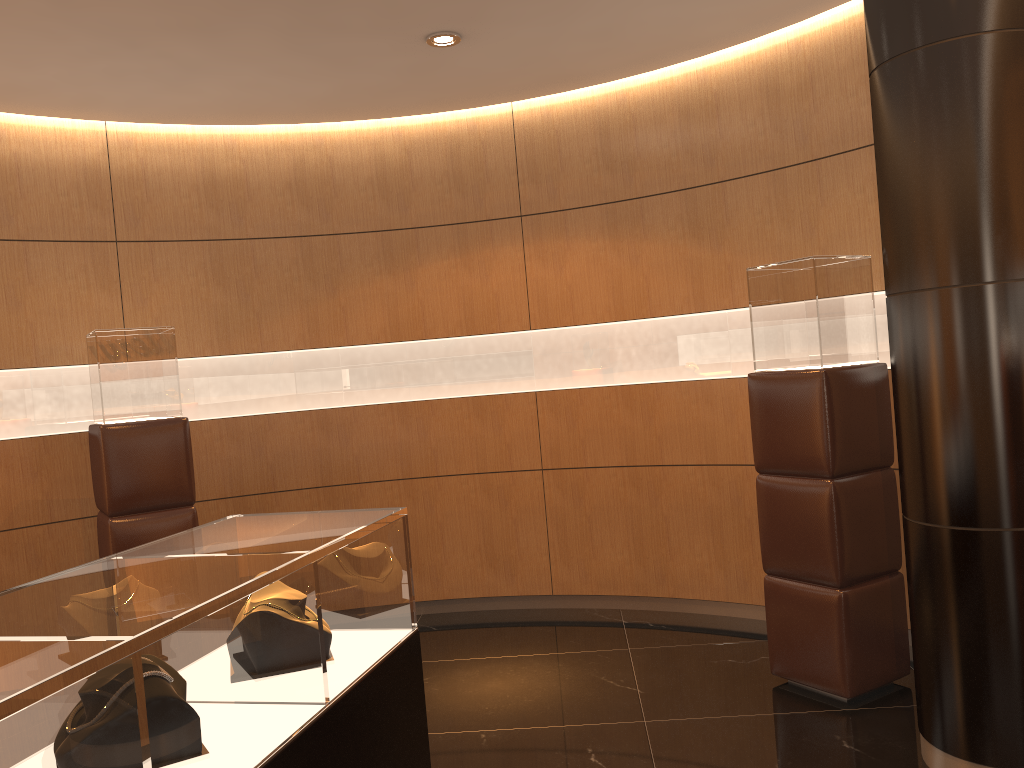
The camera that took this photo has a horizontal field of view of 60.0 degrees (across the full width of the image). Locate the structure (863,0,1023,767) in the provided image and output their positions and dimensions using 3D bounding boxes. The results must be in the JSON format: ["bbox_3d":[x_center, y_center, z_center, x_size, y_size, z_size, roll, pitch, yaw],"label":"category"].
[{"bbox_3d":[1.717,-0.300,3.277,0.613,3.430,0.613,-4,1,19],"label":"structure"}]

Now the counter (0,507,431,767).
[{"bbox_3d":[-0.868,1.032,1.586,0.615,1.173,2.514,-5,1,14],"label":"counter"}]

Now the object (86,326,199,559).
[{"bbox_3d":[-2.043,0.701,4.944,0.484,2.000,0.498,-5,1,-32],"label":"object"}]

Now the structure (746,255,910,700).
[{"bbox_3d":[1.477,0.420,4.203,0.484,2.000,0.498,-5,1,-31],"label":"structure"}]
